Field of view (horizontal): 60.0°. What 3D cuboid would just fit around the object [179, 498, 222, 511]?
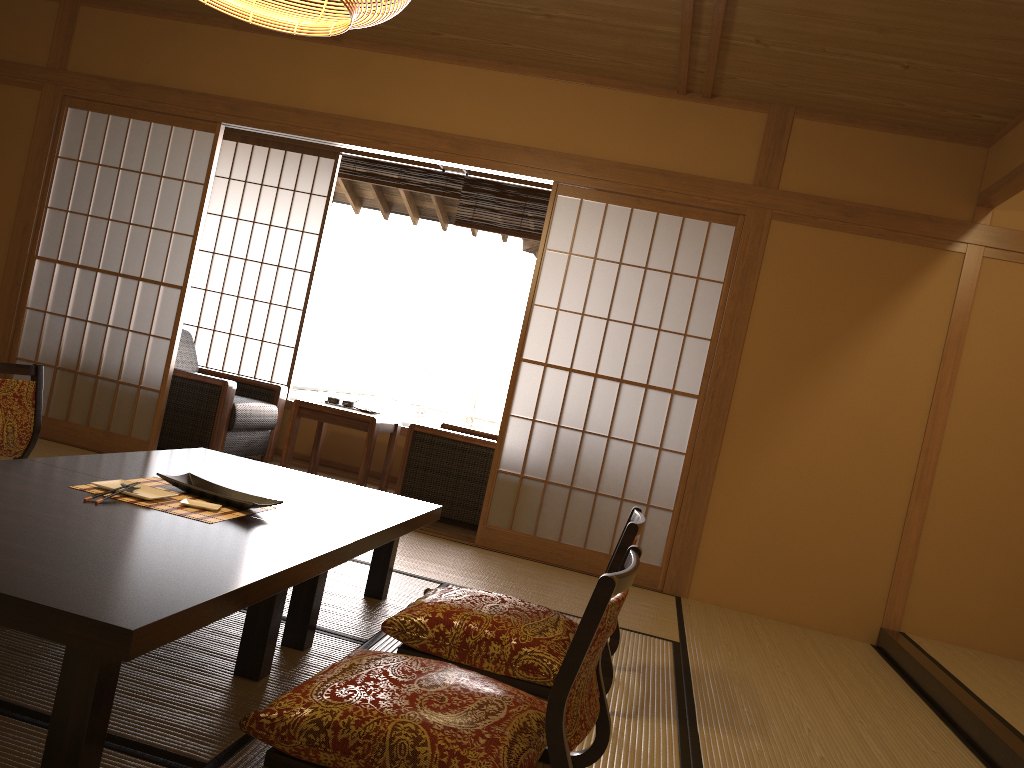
[{"bbox_3d":[-0.827,0.324,2.355,0.099,0.013,0.067,12,0,-7],"label":"object"}]

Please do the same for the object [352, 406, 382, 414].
[{"bbox_3d":[-0.920,0.168,5.609,0.131,0.015,0.181,12,0,-35],"label":"object"}]

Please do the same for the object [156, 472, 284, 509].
[{"bbox_3d":[-0.827,0.309,2.499,0.348,0.039,0.129,12,0,23],"label":"object"}]

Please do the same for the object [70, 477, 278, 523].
[{"bbox_3d":[-0.908,0.312,2.428,0.401,0.003,0.398,12,0,10],"label":"object"}]

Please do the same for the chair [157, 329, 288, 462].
[{"bbox_3d":[-2.052,0.049,5.740,0.943,0.779,0.873,12,0,9],"label":"chair"}]

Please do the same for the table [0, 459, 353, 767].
[{"bbox_3d":[-1.018,0.469,1.937,0.994,0.357,0.995,12,0,10],"label":"table"}]

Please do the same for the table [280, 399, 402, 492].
[{"bbox_3d":[-1.074,0.400,5.611,0.540,0.500,0.540,12,0,10],"label":"table"}]

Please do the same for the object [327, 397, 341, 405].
[{"bbox_3d":[-1.146,0.108,5.710,0.084,0.037,0.084,12,0,38],"label":"object"}]

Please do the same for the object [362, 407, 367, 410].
[{"bbox_3d":[-0.932,0.155,5.598,0.006,0.007,0.230,12,0,-16],"label":"object"}]

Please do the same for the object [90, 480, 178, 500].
[{"bbox_3d":[-0.998,0.283,2.348,0.180,0.014,0.130,12,0,11],"label":"object"}]

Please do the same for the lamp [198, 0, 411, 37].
[{"bbox_3d":[-0.559,-1.389,2.231,0.797,0.826,0.800,12,0,33],"label":"lamp"}]

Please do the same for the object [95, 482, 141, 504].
[{"bbox_3d":[-1.003,0.276,2.264,0.006,0.030,0.229,12,0,1],"label":"object"}]

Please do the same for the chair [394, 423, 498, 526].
[{"bbox_3d":[-0.129,0.466,5.415,0.943,0.779,0.873,12,0,9],"label":"chair"}]

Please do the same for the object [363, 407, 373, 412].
[{"bbox_3d":[-0.914,0.159,5.613,0.006,0.007,0.230,12,0,-25],"label":"object"}]

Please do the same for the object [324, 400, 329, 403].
[{"bbox_3d":[-1.176,0.111,5.619,0.015,0.018,0.050,12,0,-39],"label":"object"}]

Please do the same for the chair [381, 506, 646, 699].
[{"bbox_3d":[0.026,0.603,2.780,0.698,0.546,0.583,12,0,8],"label":"chair"}]

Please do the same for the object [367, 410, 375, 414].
[{"bbox_3d":[-0.873,0.176,5.501,0.050,0.018,0.015,12,0,-4],"label":"object"}]

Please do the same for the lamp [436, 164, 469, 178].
[{"bbox_3d":[-0.300,-1.643,5.477,0.330,0.682,0.330,12,1,10],"label":"lamp"}]

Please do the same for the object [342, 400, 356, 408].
[{"bbox_3d":[-1.049,0.129,5.696,0.084,0.037,0.084,12,0,1],"label":"object"}]

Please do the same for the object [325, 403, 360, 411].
[{"bbox_3d":[-1.057,0.143,5.526,0.230,0.007,0.006,12,0,5],"label":"object"}]

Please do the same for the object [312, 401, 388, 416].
[{"bbox_3d":[-1.020,0.155,5.606,0.401,0.003,0.300,12,0,9],"label":"object"}]

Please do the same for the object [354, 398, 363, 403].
[{"bbox_3d":[-1.022,0.112,5.707,0.117,0.068,0.038,12,1,-25],"label":"object"}]

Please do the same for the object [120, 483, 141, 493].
[{"bbox_3d":[-1.006,0.276,2.335,0.050,0.018,0.015,12,0,6],"label":"object"}]

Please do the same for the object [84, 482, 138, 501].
[{"bbox_3d":[-1.019,0.273,2.263,0.006,0.030,0.229,12,0,7],"label":"object"}]

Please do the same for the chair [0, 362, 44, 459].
[{"bbox_3d":[-1.657,0.239,3.125,0.686,0.546,0.583,12,0,14],"label":"chair"}]

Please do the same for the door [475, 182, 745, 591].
[{"bbox_3d":[0.490,-0.001,4.563,0.991,1.934,0.040,12,1,9],"label":"door"}]

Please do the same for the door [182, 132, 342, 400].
[{"bbox_3d":[-1.944,-0.900,6.670,0.991,1.874,0.040,12,1,9],"label":"door"}]

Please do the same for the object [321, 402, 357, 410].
[{"bbox_3d":[-1.085,0.137,5.546,0.230,0.007,0.006,12,0,-1],"label":"object"}]

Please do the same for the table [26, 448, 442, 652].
[{"bbox_3d":[-0.858,0.508,2.919,0.994,0.357,0.995,12,0,10],"label":"table"}]

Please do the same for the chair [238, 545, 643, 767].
[{"bbox_3d":[-0.108,0.570,1.938,0.686,0.546,0.583,12,0,14],"label":"chair"}]

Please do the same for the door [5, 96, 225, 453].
[{"bbox_3d":[-2.291,-0.603,5.034,0.991,1.934,0.040,12,1,9],"label":"door"}]

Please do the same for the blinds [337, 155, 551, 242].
[{"bbox_3d":[-0.359,-1.449,6.480,1.931,0.595,0.048,12,1,9],"label":"blinds"}]

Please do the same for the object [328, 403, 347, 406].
[{"bbox_3d":[-1.103,0.123,5.590,0.130,0.026,0.038,12,0,-6],"label":"object"}]
